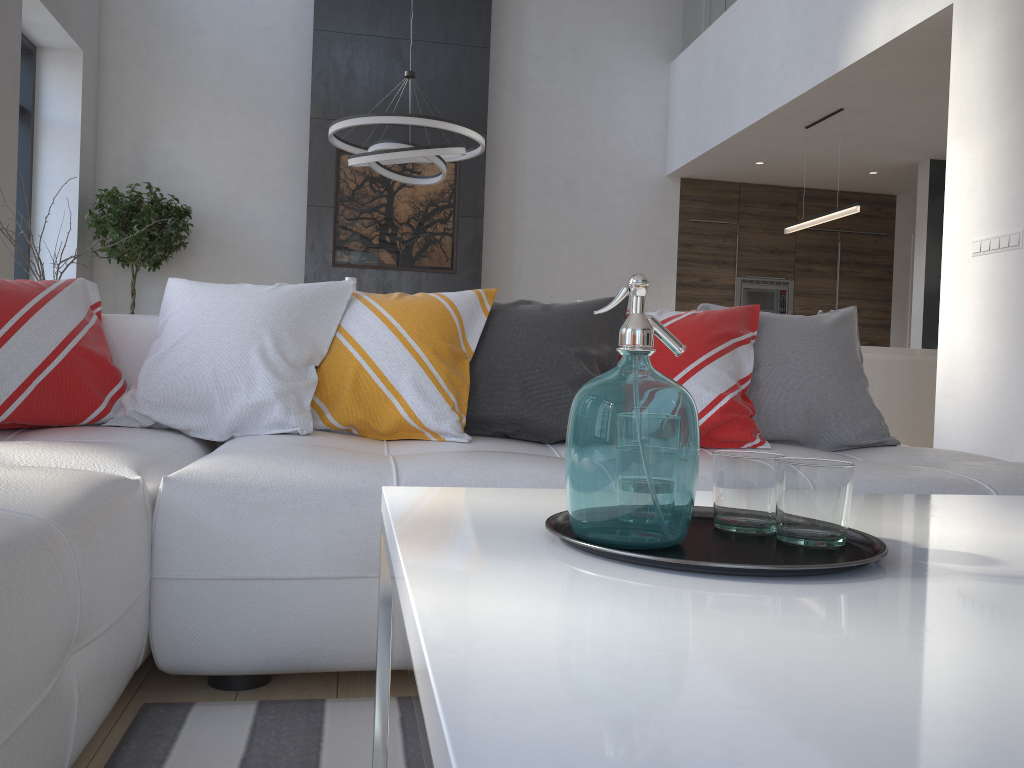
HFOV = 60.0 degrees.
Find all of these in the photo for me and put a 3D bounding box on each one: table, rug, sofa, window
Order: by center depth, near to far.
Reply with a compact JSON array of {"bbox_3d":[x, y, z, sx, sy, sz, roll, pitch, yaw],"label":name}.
[{"bbox_3d":[0.447,0.388,0.782,1.091,0.435,1.091,2,1,-10],"label":"table"},{"bbox_3d":[0.646,0.615,0.946,2.326,0.016,1.662,2,1,-11],"label":"rug"},{"bbox_3d":[-0.157,0.217,1.546,3.424,0.732,2.614,2,1,-10],"label":"sofa"},{"bbox_3d":[-3.725,-1.422,6.283,0.170,2.402,1.310,2,1,-10],"label":"window"}]

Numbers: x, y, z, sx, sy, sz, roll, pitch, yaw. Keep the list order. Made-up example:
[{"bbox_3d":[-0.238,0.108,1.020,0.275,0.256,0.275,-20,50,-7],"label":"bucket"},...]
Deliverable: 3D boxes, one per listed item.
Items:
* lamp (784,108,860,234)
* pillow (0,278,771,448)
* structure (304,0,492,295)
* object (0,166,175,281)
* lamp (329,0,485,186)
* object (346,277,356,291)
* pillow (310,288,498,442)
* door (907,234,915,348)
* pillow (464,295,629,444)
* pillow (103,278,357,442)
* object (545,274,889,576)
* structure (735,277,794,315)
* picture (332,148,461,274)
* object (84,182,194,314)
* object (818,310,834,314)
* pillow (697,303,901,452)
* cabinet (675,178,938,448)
[{"bbox_3d":[2.205,-1.521,6.318,0.020,0.756,0.998,2,1,-10],"label":"lamp"},{"bbox_3d":[-0.382,-0.046,2.333,2.250,0.449,0.575,2,1,-13],"label":"pillow"},{"bbox_3d":[-0.928,-2.706,7.515,1.500,6.351,0.722,2,1,-10],"label":"structure"},{"bbox_3d":[-1.470,-0.358,2.826,0.406,0.744,0.607,3,1,30],"label":"object"},{"bbox_3d":[-0.597,-3.587,5.703,1.000,4.513,1.000,2,1,-8],"label":"lamp"},{"bbox_3d":[-0.619,-0.153,2.904,0.316,0.398,0.319,2,1,14],"label":"object"},{"bbox_3d":[-0.804,-0.065,1.703,0.630,0.440,2.095,3,1,37],"label":"pillow"},{"bbox_3d":[4.406,-0.402,8.894,0.974,2.136,0.085,2,1,-10],"label":"door"},{"bbox_3d":[-0.701,-0.084,2.266,2.120,0.436,0.608,2,1,-15],"label":"pillow"},{"bbox_3d":[-0.953,-0.085,1.421,0.580,0.456,2.156,2,1,16],"label":"pillow"},{"bbox_3d":[0.203,0.027,0.887,0.330,0.265,0.330,2,1,14],"label":"object"},{"bbox_3d":[2.388,-0.802,8.754,0.595,0.430,0.459,2,1,-10],"label":"structure"},{"bbox_3d":[-0.981,-1.468,7.558,1.056,0.990,0.026,2,1,-10],"label":"picture"},{"bbox_3d":[-3.013,-0.622,7.130,0.801,2.019,0.813,2,1,-7],"label":"object"},{"bbox_3d":[2.067,-0.376,6.008,0.148,0.267,0.323,3,1,44],"label":"object"},{"bbox_3d":[-0.227,-0.066,2.023,2.953,0.453,0.647,2,1,-23],"label":"pillow"},{"bbox_3d":[2.982,-0.612,6.292,2.402,2.501,4.694,2,1,-10],"label":"cabinet"}]
